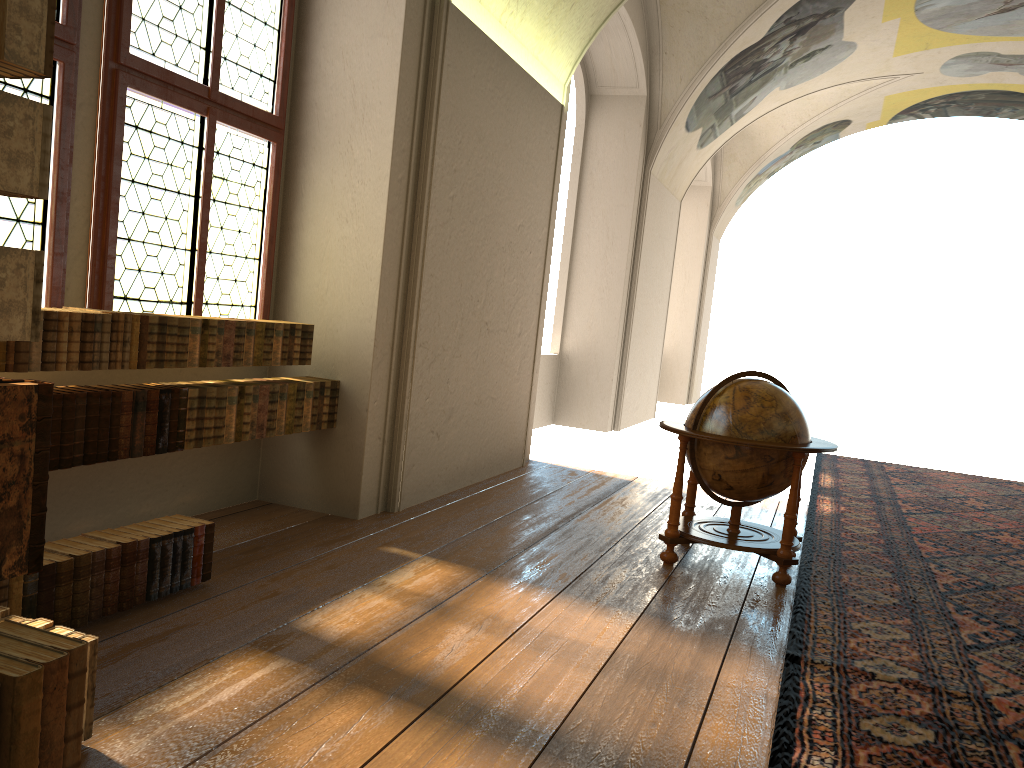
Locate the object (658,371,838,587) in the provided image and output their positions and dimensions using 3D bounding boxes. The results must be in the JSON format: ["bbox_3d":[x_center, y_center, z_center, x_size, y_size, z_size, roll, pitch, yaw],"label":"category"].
[{"bbox_3d":[1.704,0.622,6.565,1.280,1.451,1.276,3,6,-33],"label":"object"}]
